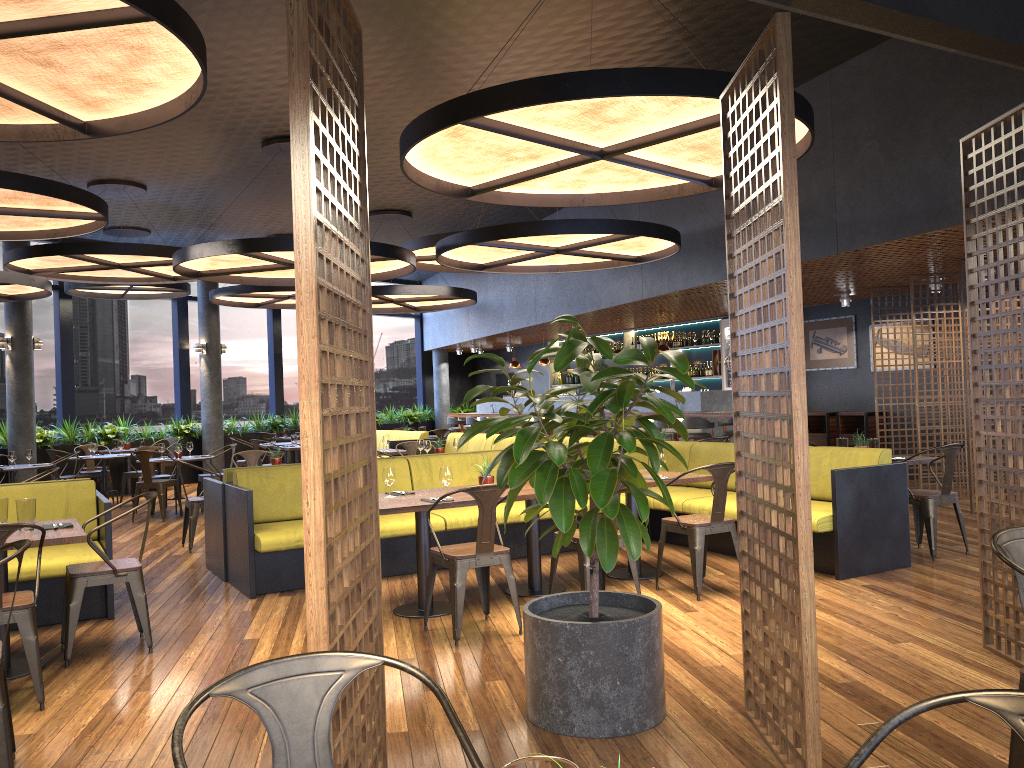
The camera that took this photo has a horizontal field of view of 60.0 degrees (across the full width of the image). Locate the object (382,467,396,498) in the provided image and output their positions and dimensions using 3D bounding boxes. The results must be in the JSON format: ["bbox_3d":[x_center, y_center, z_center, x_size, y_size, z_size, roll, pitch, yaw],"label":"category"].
[{"bbox_3d":[-0.843,0.673,6.090,0.097,0.206,0.097,-2,-1,16],"label":"object"}]

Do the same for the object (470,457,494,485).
[{"bbox_3d":[-0.175,0.615,6.223,0.238,0.271,0.260,-2,-1,-8],"label":"object"}]

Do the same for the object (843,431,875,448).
[{"bbox_3d":[3.046,0.519,7.778,0.260,0.271,0.238,-2,-1,-28],"label":"object"}]

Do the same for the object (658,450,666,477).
[{"bbox_3d":[1.140,0.611,6.826,0.097,0.206,0.097,-2,-1,16],"label":"object"}]

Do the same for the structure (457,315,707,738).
[{"bbox_3d":[0.372,0.578,3.832,0.993,1.763,1.166,-3,-1,31],"label":"structure"}]

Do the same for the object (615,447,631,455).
[{"bbox_3d":[0.846,0.586,6.802,0.238,0.271,0.260,-2,-1,-8],"label":"object"}]

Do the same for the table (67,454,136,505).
[{"bbox_3d":[-6.141,1.466,13.364,1.007,0.760,1.007,-1,-1,-36],"label":"table"}]

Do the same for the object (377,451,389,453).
[{"bbox_3d":[-1.728,0.885,11.627,0.157,0.019,0.255,-2,-1,-29],"label":"object"}]

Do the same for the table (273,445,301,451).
[{"bbox_3d":[-3.266,1.373,14.280,0.887,0.763,0.906,-2,-1,-30],"label":"table"}]

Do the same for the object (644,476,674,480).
[{"bbox_3d":[1.085,0.704,6.661,0.157,0.019,0.255,-2,-1,-29],"label":"object"}]

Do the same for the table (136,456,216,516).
[{"bbox_3d":[-4.512,1.384,11.969,1.007,0.760,1.007,-1,-1,-42],"label":"table"}]

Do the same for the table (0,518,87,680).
[{"bbox_3d":[-2.870,1.214,4.912,0.887,0.763,0.906,-2,-1,-30],"label":"table"}]

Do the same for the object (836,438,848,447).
[{"bbox_3d":[2.940,0.571,7.885,0.102,0.178,0.102,-2,-1,-24],"label":"object"}]

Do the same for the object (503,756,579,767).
[{"bbox_3d":[0.038,0.575,1.110,0.102,0.178,0.102,-1,-1,-44],"label":"object"}]

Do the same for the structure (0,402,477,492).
[{"bbox_3d":[-5.443,1.187,18.085,0.808,1.413,17.112,-3,-1,35],"label":"structure"}]

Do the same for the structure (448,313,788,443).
[{"bbox_3d":[2.015,0.239,16.439,2.700,2.700,9.298,-2,-1,-30],"label":"structure"}]

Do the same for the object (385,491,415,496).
[{"bbox_3d":[-0.781,0.768,6.252,0.157,0.019,0.255,-2,-1,-29],"label":"object"}]

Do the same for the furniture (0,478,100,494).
[{"bbox_3d":[-5.708,1.291,7.900,3.372,0.914,4.503,-2,-1,-30],"label":"furniture"}]

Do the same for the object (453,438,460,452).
[{"bbox_3d":[-0.635,0.730,10.273,0.097,0.206,0.097,-2,-1,12],"label":"object"}]

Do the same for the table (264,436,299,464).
[{"bbox_3d":[-4.496,1.481,18.365,0.887,0.763,0.906,-3,-1,35],"label":"table"}]

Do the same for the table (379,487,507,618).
[{"bbox_3d":[-0.611,1.147,6.014,0.906,0.763,0.887,-2,-1,-30],"label":"table"}]

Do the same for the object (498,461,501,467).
[{"bbox_3d":[-0.053,0.651,6.538,0.097,0.206,0.097,-2,-1,16],"label":"object"}]

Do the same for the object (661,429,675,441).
[{"bbox_3d":[1.727,0.604,10.106,0.260,0.271,0.238,-2,-1,-28],"label":"object"}]

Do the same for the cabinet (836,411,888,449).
[{"bbox_3d":[5.181,0.918,13.141,0.473,1.007,0.553,-2,-1,-30],"label":"cabinet"}]

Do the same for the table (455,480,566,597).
[{"bbox_3d":[0.172,1.125,6.464,0.906,0.763,0.887,-2,-1,-30],"label":"table"}]

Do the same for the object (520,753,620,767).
[{"bbox_3d":[0.090,0.524,0.944,0.238,0.271,0.260,-2,-1,-8],"label":"object"}]

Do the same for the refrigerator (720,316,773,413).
[{"bbox_3d":[4.106,-0.092,15.057,0.454,2.109,1.159,-2,-1,-30],"label":"refrigerator"}]

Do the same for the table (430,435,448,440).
[{"bbox_3d":[-1.599,1.336,15.966,0.906,0.763,0.887,-2,-1,-30],"label":"table"}]

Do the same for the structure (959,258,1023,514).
[{"bbox_3d":[5.485,0.002,9.423,1.319,2.700,0.050,-2,-1,0],"label":"structure"}]

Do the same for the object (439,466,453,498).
[{"bbox_3d":[-0.440,0.656,5.929,0.097,0.206,0.097,-2,-1,16],"label":"object"}]

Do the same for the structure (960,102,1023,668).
[{"bbox_3d":[2.462,0.037,4.288,0.050,2.700,0.852,-2,-1,0],"label":"structure"}]

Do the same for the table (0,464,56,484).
[{"bbox_3d":[-6.410,1.445,11.385,1.007,0.760,1.007,-3,-1,28],"label":"table"}]

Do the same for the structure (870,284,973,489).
[{"bbox_3d":[5.505,0.039,11.830,1.319,2.700,0.050,-2,-1,0],"label":"structure"}]

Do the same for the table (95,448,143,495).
[{"bbox_3d":[-6.648,1.515,15.336,0.887,0.763,0.906,-3,-1,35],"label":"table"}]

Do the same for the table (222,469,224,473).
[{"bbox_3d":[-2.484,1.268,9.322,0.887,0.763,0.906,-2,-1,-30],"label":"table"}]

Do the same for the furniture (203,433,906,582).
[{"bbox_3d":[-0.728,1.124,9.182,4.895,0.914,7.462,-2,-1,-34],"label":"furniture"}]

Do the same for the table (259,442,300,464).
[{"bbox_3d":[-3.906,1.414,15.406,0.906,0.763,0.887,-2,-1,-30],"label":"table"}]

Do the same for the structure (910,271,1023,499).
[{"bbox_3d":[5.495,0.020,10.626,1.319,2.700,0.050,-2,-1,0],"label":"structure"}]

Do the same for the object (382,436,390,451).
[{"bbox_3d":[-1.672,0.792,11.792,0.097,0.206,0.097,-1,-1,-38],"label":"object"}]

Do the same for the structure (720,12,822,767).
[{"bbox_3d":[0.984,0.079,3.449,0.050,2.700,0.852,-2,-1,0],"label":"structure"}]

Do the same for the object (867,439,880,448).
[{"bbox_3d":[3.106,0.560,7.610,0.102,0.178,0.102,-2,-1,-14],"label":"object"}]

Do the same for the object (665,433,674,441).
[{"bbox_3d":[1.772,0.646,9.965,0.102,0.178,0.102,-1,-1,-44],"label":"object"}]

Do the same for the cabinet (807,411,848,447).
[{"bbox_3d":[4.839,0.940,13.746,0.473,1.007,0.553,-2,-1,-30],"label":"cabinet"}]

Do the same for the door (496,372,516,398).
[{"bbox_3d":[-0.118,0.742,22.979,0.137,2.056,1.012,-2,-1,-30],"label":"door"}]

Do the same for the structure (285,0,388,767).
[{"bbox_3d":[-0.494,0.121,2.610,0.050,2.700,0.852,-2,-1,0],"label":"structure"}]

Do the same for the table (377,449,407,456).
[{"bbox_3d":[-1.898,1.284,11.834,0.906,0.763,0.887,-2,-1,-30],"label":"table"}]

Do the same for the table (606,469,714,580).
[{"bbox_3d":[0.960,1.102,6.911,0.906,0.763,0.887,-2,-1,-30],"label":"table"}]

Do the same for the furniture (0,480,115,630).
[{"bbox_3d":[-3.426,1.143,3.867,3.378,0.916,4.755,-2,-1,-30],"label":"furniture"}]

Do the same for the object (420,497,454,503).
[{"bbox_3d":[-0.496,0.749,5.764,0.157,0.019,0.255,-2,-1,-29],"label":"object"}]

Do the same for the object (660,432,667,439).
[{"bbox_3d":[1.755,0.653,10.341,0.102,0.178,0.102,-1,-1,-44],"label":"object"}]

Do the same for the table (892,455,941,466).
[{"bbox_3d":[3.083,1.036,7.770,0.887,0.763,0.906,-2,-1,-30],"label":"table"}]
